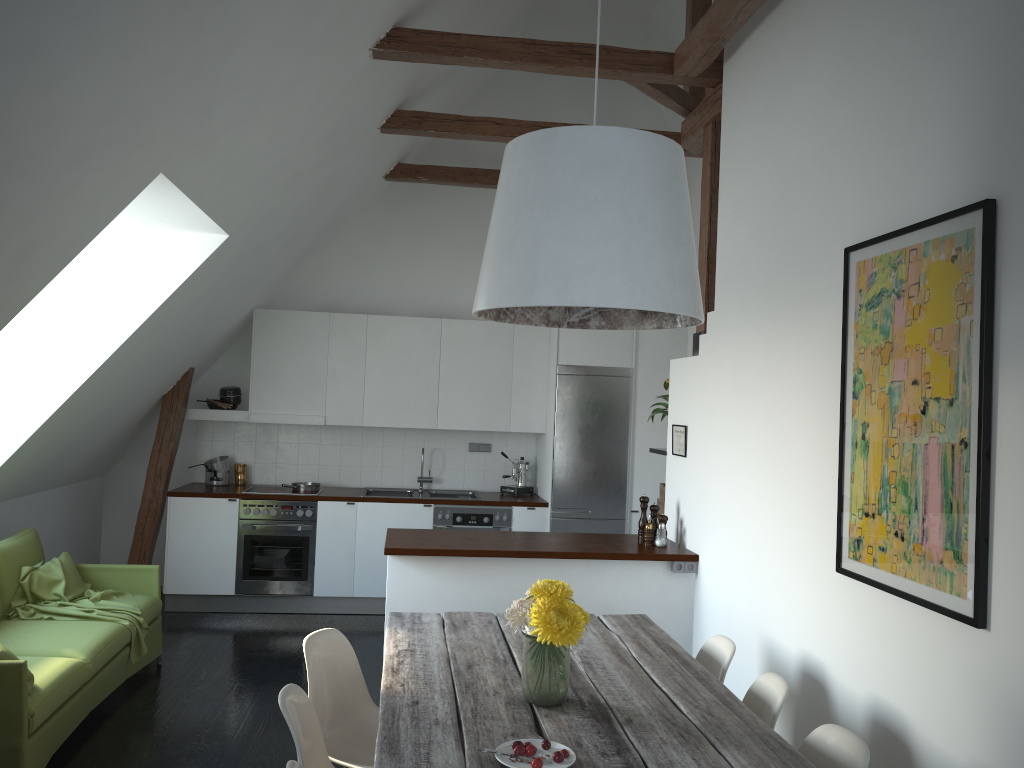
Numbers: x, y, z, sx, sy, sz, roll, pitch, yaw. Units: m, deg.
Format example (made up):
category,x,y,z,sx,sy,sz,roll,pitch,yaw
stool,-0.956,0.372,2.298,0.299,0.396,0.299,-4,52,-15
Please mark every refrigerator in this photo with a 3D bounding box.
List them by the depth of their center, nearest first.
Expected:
category,x,y,z,sx,sy,sz,roll,pitch,yaw
refrigerator,0.623,0.792,7.065,0.609,1.868,0.031,3,-1,-7

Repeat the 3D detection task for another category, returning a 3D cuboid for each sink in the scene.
category,x,y,z,sx,sy,sz,roll,pitch,yaw
sink,-0.740,0.795,7.311,0.963,0.519,0.671,3,-1,-7

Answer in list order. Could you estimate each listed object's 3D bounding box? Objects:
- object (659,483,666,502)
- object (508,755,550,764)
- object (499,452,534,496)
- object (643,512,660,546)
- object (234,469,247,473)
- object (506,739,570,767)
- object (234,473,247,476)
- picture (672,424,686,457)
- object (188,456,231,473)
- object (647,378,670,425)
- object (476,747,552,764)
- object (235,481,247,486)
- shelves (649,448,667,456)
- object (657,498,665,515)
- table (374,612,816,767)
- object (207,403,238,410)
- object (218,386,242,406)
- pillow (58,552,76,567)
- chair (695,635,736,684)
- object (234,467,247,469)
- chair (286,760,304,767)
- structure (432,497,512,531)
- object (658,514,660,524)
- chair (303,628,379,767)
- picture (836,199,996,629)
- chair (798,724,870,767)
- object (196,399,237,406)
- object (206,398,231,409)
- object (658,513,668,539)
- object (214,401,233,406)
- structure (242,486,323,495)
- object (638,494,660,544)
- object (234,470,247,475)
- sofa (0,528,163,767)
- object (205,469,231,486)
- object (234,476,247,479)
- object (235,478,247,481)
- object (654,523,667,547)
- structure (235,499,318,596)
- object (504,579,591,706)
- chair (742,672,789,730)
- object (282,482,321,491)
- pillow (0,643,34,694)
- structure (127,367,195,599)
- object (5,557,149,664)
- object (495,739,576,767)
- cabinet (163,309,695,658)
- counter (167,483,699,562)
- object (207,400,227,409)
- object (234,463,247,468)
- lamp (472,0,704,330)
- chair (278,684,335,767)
category,x,y,z,sx,sy,sz,roll,pitch,yaw
object,1.130,0.702,5.699,0.329,0.101,0.287,2,-1,3
object,0.042,0.938,2.227,0.110,0.011,0.058,2,-1,-3
object,0.018,0.758,7.543,0.206,0.370,0.353,1,-2,40
object,0.789,0.822,5.045,0.080,0.192,0.058,3,-1,-23
object,-2.262,0.723,7.383,0.100,0.036,0.100,4,-2,-40
object,0.071,0.931,2.243,0.132,0.034,0.144,3,-2,-35
object,-2.261,0.763,7.387,0.099,0.043,0.100,3,-1,-19
picture,0.980,0.331,5.185,0.023,0.182,0.250,3,-1,-7
object,-2.494,0.674,7.286,0.371,0.169,0.203,3,-2,-34
object,1.126,0.186,5.758,0.493,0.486,0.506,2,-1,13
object,0.005,0.930,2.218,0.194,0.022,0.019,2,-1,9
object,-2.258,0.824,7.384,0.100,0.036,0.100,3,-1,-10
shelves,1.244,0.708,5.669,0.660,0.553,0.408,3,-1,-7
object,1.124,0.803,5.686,0.287,0.101,0.329,3,-1,-12
table,0.158,1.358,2.654,1.141,0.788,2.421,3,-1,-7
object,-2.365,0.182,7.247,0.243,0.056,0.350,3,-1,-18
object,-2.324,0.100,7.317,0.190,0.166,0.200,4,-2,-44
pillow,-2.620,1.147,5.136,0.210,0.275,0.462,3,-1,-9
chair,0.573,1.387,3.438,0.542,0.801,0.465,3,-1,-6
object,-2.261,0.707,7.383,0.100,0.036,0.100,2,-1,22
chair,-0.288,1.322,2.153,0.542,0.801,0.465,3,-1,-21
structure,-0.347,1.323,7.202,0.612,0.725,0.582,3,-1,-7
object,1.120,0.902,5.684,0.329,0.101,0.287,2,-1,3
chair,-0.503,1.337,3.232,0.542,0.801,0.465,2,-1,19
picture,1.256,0.086,2.834,0.036,1.181,0.808,3,-1,-7
chair,0.679,1.369,2.434,0.542,0.801,0.465,3,-1,-11
object,-2.440,0.165,7.277,0.357,0.075,0.244,3,-2,-36
object,-2.386,0.156,7.202,0.331,0.077,0.061,1,-2,42
object,0.863,0.830,5.081,0.058,0.184,0.058,3,-1,-10
object,-2.364,0.161,7.249,0.335,0.031,0.065,1,-2,41
structure,-1.826,0.871,7.106,0.574,0.041,0.504,3,-1,-7
object,0.792,0.779,5.130,0.123,0.283,0.061,3,-1,-7
object,-2.262,0.742,7.386,0.099,0.057,0.101,2,-1,5
sofa,-2.443,1.272,4.392,0.898,0.825,2.093,3,-1,-8
object,-2.398,0.756,7.265,0.200,0.154,0.348,3,-1,-27
object,-2.260,0.784,7.385,0.099,0.051,0.099,3,-1,-21
object,-2.258,0.802,7.384,0.100,0.048,0.099,2,-1,12
object,0.842,0.852,5.008,0.069,0.135,0.069,3,-2,-32
structure,-1.841,1.263,7.112,0.583,0.725,0.749,3,-1,-7
object,0.110,0.783,2.709,0.233,0.365,0.293,3,-2,-36
chair,0.628,1.379,2.968,0.542,0.801,0.465,2,-1,-1
object,-1.730,0.827,7.201,0.351,0.061,0.232,3,-2,-33
pillow,-2.244,1.068,3.645,0.600,0.387,0.475,3,-1,-10
structure,-2.308,0.640,0.824,1.023,1.963,12.350,3,-1,-7
object,-2.397,1.267,5.036,0.722,0.493,0.711,3,-1,-12
object,0.058,0.943,2.231,0.205,0.024,0.205,3,-1,-15
cabinet,-0.408,0.632,6.190,4.208,2.369,3.033,3,-1,-7
counter,-0.844,0.893,6.109,3.365,0.038,3.085,3,-1,-7
object,-2.397,0.162,7.191,0.065,0.065,0.332,3,-2,-40
object,-2.259,0.686,7.383,0.100,0.047,0.099,3,-1,-11
lamp,0.307,-1.598,2.743,0.697,2.813,0.757,1,-2,43
chair,-0.438,1.327,2.658,0.542,0.801,0.465,3,-1,-6
